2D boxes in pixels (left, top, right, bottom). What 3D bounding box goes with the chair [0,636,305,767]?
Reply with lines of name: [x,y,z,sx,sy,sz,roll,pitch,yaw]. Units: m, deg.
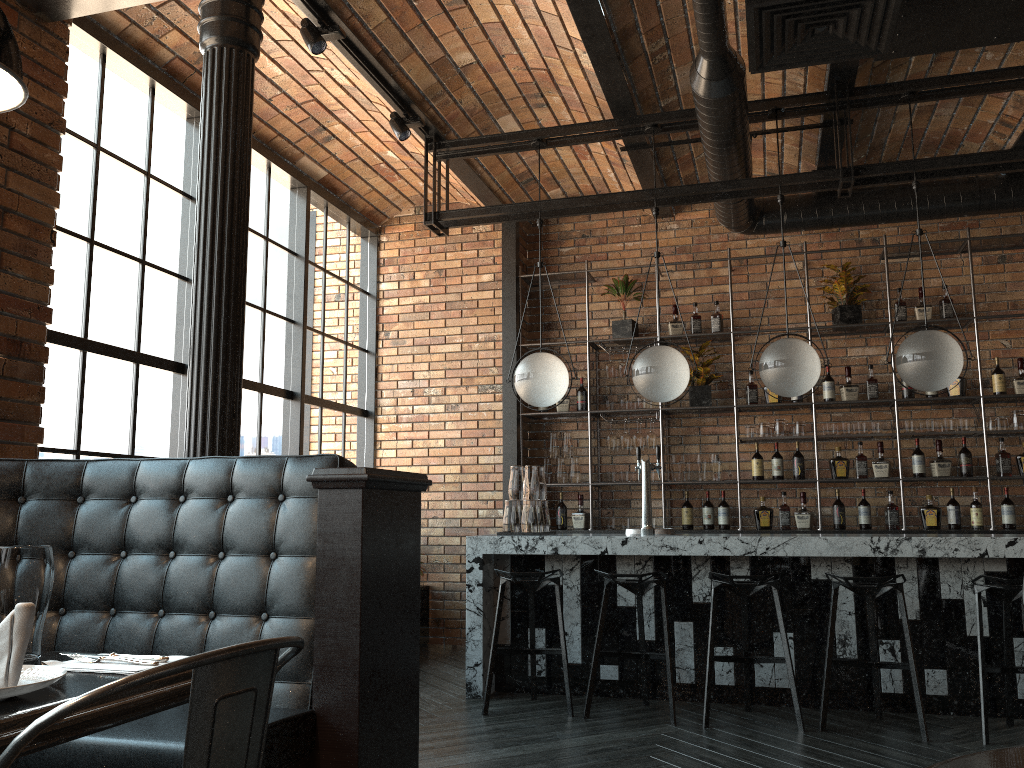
chair: [-0.600,0.777,1.192,0.558,0.857,0.504,-4,-9,21]

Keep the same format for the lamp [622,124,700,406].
lamp: [0.882,-0.736,5.382,0.340,1.754,0.340,4,-9,-27]

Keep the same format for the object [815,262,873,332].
object: [2.546,-0.676,6.808,0.425,0.526,0.430,-3,-9,18]

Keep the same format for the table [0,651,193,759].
table: [-1.016,0.852,1.338,0.872,0.758,0.872,-3,-9,16]

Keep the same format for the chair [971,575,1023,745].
chair: [2.360,1.256,4.135,0.475,0.737,0.414,-2,-9,11]

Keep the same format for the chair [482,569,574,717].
chair: [0.099,1.364,4.787,0.475,0.737,0.414,-1,-8,6]

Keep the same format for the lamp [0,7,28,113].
lamp: [-1.015,-1.351,1.669,0.291,1.653,0.291,4,-10,-28]

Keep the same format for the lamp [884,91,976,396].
lamp: [2.289,-0.804,4.976,0.340,1.754,0.340,4,-9,-27]

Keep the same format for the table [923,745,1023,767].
table: [0.695,0.732,0.591,0.866,0.758,0.866,3,-9,-20]

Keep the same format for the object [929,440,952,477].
object: [3.097,0.544,6.414,0.123,0.279,0.123,-1,-8,5]

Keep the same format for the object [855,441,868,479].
object: [2.589,0.568,6.575,0.083,0.282,0.083,-3,-9,16]

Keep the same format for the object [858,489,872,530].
object: [2.595,0.920,6.530,0.086,0.298,0.086,4,-9,-25]

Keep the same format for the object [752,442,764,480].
object: [1.880,0.596,6.787,0.086,0.299,0.086,4,-9,-25]

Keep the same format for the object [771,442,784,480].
object: [2.027,0.591,6.771,0.086,0.298,0.086,4,-9,-25]

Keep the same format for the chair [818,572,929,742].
chair: [1.745,1.285,4.312,0.475,0.737,0.414,-4,-9,26]

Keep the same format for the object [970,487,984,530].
object: [3.307,0.887,6.316,0.080,0.299,0.080,-3,-9,18]

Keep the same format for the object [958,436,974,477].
object: [3.264,0.528,6.385,0.086,0.299,0.086,4,-9,-25]

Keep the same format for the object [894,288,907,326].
object: [2.911,-0.579,6.648,0.083,0.282,0.083,-3,-9,16]

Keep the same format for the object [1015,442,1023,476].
object: [3.643,0.535,6.268,0.151,0.248,0.094,-4,-9,25]

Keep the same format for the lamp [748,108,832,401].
lamp: [1.586,-0.770,5.179,0.340,1.754,0.340,4,-9,-27]

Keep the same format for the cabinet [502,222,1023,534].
cabinet: [1.576,0.193,6.888,7.075,3.779,0.564,-3,-9,16]

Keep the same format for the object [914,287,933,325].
object: [3.060,-0.584,6.605,0.123,0.279,0.123,-3,-9,20]

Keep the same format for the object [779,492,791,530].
object: [2.053,0.953,6.677,0.083,0.282,0.083,-3,-9,16]

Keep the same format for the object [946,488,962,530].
object: [3.171,0.895,6.370,0.086,0.298,0.086,4,-9,-25]

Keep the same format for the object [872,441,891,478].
object: [2.718,0.562,6.523,0.123,0.279,0.123,-5,-10,30]

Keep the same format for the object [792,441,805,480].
object: [2.165,0.581,6.702,0.086,0.297,0.086,4,-9,-25]

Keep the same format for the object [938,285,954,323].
object: [3.211,-0.594,6.561,0.083,0.282,0.083,-1,-8,1]

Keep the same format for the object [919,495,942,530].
object: [3.019,0.925,6.395,0.151,0.248,0.094,-4,-9,25]

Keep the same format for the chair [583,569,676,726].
chair: [0.647,1.338,4.629,0.475,0.737,0.414,-4,-9,21]

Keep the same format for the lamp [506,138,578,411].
lamp: [0.179,-0.703,5.584,0.340,1.754,0.340,4,-9,-27]

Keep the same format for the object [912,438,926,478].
object: [2.967,0.543,6.475,0.086,0.298,0.086,4,-9,-25]

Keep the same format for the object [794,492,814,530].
object: [2.182,0.948,6.625,0.123,0.279,0.123,-5,-10,30]

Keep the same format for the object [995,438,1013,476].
object: [3.496,0.525,6.314,0.083,0.282,0.083,-1,-8,1]

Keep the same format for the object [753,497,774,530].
object: [1.905,0.978,6.717,0.151,0.248,0.094,-1,-8,5]

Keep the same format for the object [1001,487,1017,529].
object: [3.505,0.877,6.267,0.086,0.298,0.086,4,-9,-25]

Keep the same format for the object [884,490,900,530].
object: [2.769,0.919,6.471,0.083,0.282,0.083,-1,-8,1]

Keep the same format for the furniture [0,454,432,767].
furniture: [-1.972,0.505,0.510,1.979,1.212,5.451,-3,-9,16]

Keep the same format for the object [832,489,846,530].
object: [2.413,0.924,6.549,0.086,0.297,0.086,7,-11,-39]

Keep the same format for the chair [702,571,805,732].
chair: [1.188,1.312,4.473,0.475,0.737,0.414,-2,-9,11]

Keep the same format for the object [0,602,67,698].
object: [-0.812,0.407,1.366,0.232,0.139,0.232,-2,-9,13]

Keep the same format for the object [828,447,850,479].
object: [2.441,0.593,6.614,0.151,0.248,0.094,-1,-8,5]

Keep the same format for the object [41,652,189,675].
object: [-0.729,0.497,1.599,0.255,0.019,0.157,-3,-9,17]
